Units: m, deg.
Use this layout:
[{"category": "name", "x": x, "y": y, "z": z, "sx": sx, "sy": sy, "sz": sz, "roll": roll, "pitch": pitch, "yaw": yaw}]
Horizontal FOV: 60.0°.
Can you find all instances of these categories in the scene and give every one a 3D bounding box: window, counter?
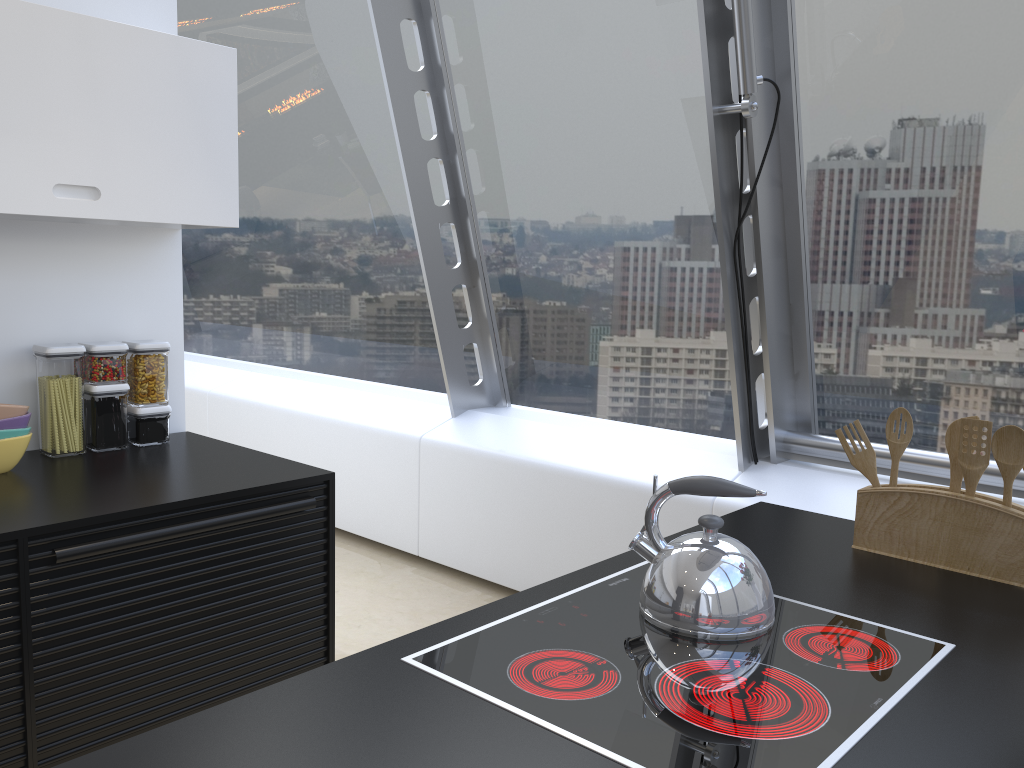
[{"category": "window", "x": -6.590, "y": -0.231, "z": 0.245, "sx": 16.171, "sy": 3.674, "sz": 16.693, "roll": 7, "pitch": 9, "yaw": 35}, {"category": "counter", "x": -2.033, "y": 0.353, "z": 1.306, "sx": 0.804, "sy": 0.025, "sz": 3.738, "roll": 8, "pitch": 10, "yaw": 42}, {"category": "counter", "x": -0.276, "y": 0.500, "z": 0.491, "sx": 1.006, "sy": 0.018, "sz": 3.800, "roll": 8, "pitch": 10, "yaw": 42}]

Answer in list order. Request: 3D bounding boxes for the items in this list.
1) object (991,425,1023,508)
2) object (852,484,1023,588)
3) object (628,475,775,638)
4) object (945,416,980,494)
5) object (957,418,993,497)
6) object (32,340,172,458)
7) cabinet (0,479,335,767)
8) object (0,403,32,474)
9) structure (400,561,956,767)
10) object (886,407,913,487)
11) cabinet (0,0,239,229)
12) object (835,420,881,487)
[{"category": "object", "x": 0.938, "y": 0.223, "z": 1.679, "sx": 0.068, "sy": 0.298, "sz": 0.039, "roll": 8, "pitch": 10, "yaw": 43}, {"category": "object", "x": 0.869, "y": 0.289, "z": 1.761, "sx": 0.353, "sy": 0.157, "sz": 0.084, "roll": 8, "pitch": 10, "yaw": 43}, {"category": "object", "x": 0.327, "y": 0.266, "z": 1.469, "sx": 0.221, "sy": 0.230, "sz": 0.221, "roll": -1, "pitch": 8, "yaw": -16}, {"category": "object", "x": 0.878, "y": 0.210, "z": 1.758, "sx": 0.061, "sy": 0.299, "sz": 0.040, "roll": 8, "pitch": 10, "yaw": 40}, {"category": "object", "x": 0.890, "y": 0.215, "z": 1.720, "sx": 0.057, "sy": 0.299, "sz": 0.019, "roll": 8, "pitch": 10, "yaw": 43}, {"category": "object", "x": -1.208, "y": 0.036, "z": 2.634, "sx": 0.113, "sy": 0.315, "sz": 0.365, "roll": 8, "pitch": 10, "yaw": 42}, {"category": "cabinet", "x": -2.494, "y": -0.195, "z": 0.706, "sx": 0.831, "sy": 2.901, "sz": 5.157, "roll": 8, "pitch": 10, "yaw": 41}, {"category": "object", "x": -1.372, "y": 0.133, "z": 2.304, "sx": 0.185, "sy": 0.205, "sz": 0.205, "roll": 6, "pitch": 8, "yaw": 30}, {"category": "structure", "x": 0.262, "y": 0.419, "z": 1.322, "sx": 0.562, "sy": 0.041, "sz": 0.640, "roll": 8, "pitch": 10, "yaw": 41}, {"category": "object", "x": 0.792, "y": 0.197, "z": 1.839, "sx": 0.055, "sy": 0.299, "sz": 0.027, "roll": 8, "pitch": 10, "yaw": 43}, {"category": "cabinet", "x": -2.189, "y": -0.597, "z": 1.350, "sx": 0.343, "sy": 0.515, "sz": 3.741, "roll": 8, "pitch": 10, "yaw": 42}, {"category": "object", "x": 0.763, "y": 0.211, "z": 1.864, "sx": 0.016, "sy": 0.259, "sz": 0.199, "roll": -4, "pitch": 9, "yaw": -36}]
